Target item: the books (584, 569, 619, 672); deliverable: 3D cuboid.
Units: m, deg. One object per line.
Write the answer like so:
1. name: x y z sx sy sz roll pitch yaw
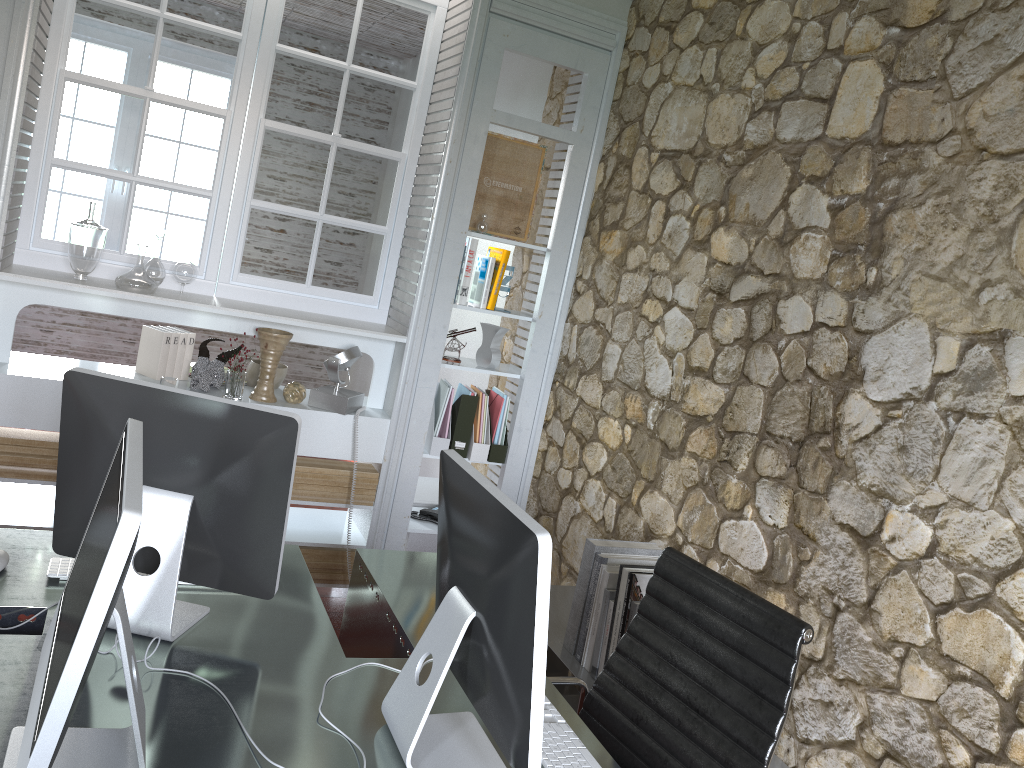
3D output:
1. books: 0.367 0.718 2.677 0.258 0.303 0.041 9 6 -24

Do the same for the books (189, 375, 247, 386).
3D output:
1. books: -1.265 -0.028 3.726 0.247 0.011 0.180 17 9 31

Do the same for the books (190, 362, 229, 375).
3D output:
1. books: -1.268 -0.066 3.730 0.191 0.007 0.168 18 10 37

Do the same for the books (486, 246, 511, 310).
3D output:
1. books: -0.092 -0.469 3.907 0.055 0.267 0.194 10 6 -24

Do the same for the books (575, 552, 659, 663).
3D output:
1. books: 0.342 0.692 2.721 0.248 0.331 0.060 9 6 -24

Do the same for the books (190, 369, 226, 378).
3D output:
1. books: -1.270 -0.053 3.730 0.191 0.007 0.168 16 9 30

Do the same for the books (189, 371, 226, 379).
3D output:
1. books: -1.271 -0.046 3.731 0.191 0.007 0.168 16 9 30

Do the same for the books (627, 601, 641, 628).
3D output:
1. books: 0.416 0.763 2.515 0.221 0.281 0.061 9 6 -24

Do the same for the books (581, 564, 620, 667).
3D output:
1. books: 0.358 0.709 2.696 0.264 0.313 0.025 9 6 -24

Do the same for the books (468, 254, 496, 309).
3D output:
1. books: -0.133 -0.452 3.894 0.026 0.222 0.162 10 6 -24

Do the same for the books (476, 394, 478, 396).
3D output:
1. books: -0.206 0.163 3.935 0.007 0.281 0.195 10 6 -19

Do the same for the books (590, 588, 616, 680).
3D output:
1. books: 0.339 0.742 2.626 0.182 0.261 0.057 9 6 -24

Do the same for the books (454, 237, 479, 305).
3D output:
1. books: -0.229 -0.501 3.873 0.042 0.285 0.217 10 6 -24

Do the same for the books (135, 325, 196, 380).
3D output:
1. books: -1.395 -0.126 3.570 0.144 0.192 0.150 15 7 31

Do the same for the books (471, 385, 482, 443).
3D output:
1. books: -0.171 0.159 3.955 0.045 0.281 0.181 10 6 -18

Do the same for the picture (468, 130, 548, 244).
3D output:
1. picture: -0.036 -0.849 3.823 0.325 0.433 0.009 9 6 -24

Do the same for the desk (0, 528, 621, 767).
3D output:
1. desk: -0.375 1.024 1.203 1.296 0.724 2.530 9 8 -24

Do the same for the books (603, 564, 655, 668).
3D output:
1. books: 0.400 0.712 2.595 0.257 0.353 0.050 9 6 -24

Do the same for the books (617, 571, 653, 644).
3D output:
1. books: 0.426 0.724 2.549 0.271 0.353 0.063 9 6 -24

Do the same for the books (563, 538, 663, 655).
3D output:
1. books: 0.323 0.671 2.778 0.258 0.349 0.065 9 6 -24

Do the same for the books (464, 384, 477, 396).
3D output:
1. books: -0.213 0.158 3.930 0.009 0.287 0.195 10 6 -19

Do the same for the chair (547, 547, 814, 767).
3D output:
1. chair: 0.155 0.904 1.791 0.696 1.018 0.671 9 7 -28

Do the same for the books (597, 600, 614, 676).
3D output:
1. books: 0.344 0.759 2.596 0.161 0.239 0.055 9 6 -24

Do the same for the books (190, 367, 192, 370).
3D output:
1. books: -1.268 -0.059 3.730 0.191 0.007 0.168 16 9 30

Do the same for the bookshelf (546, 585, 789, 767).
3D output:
1. bookshelf: 0.271 1.080 2.749 0.435 0.457 1.205 9 8 -24

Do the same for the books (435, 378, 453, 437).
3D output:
1. books: -0.324 0.133 3.912 0.038 0.294 0.181 10 6 -16

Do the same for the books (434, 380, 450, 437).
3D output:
1. books: -0.337 0.135 3.902 0.037 0.286 0.195 10 6 -16

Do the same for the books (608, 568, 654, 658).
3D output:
1. books: 0.413 0.718 2.576 0.258 0.351 0.071 9 6 -24

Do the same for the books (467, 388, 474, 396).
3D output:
1. books: -0.225 0.159 3.923 0.030 0.281 0.181 10 6 -19

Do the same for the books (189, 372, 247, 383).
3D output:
1. books: -1.264 -0.036 3.725 0.247 0.007 0.180 17 9 31

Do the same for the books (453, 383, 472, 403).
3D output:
1. books: -0.247 0.153 3.918 0.038 0.287 0.195 10 6 -19

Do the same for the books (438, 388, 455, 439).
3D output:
1. books: -0.298 0.144 3.913 0.022 0.287 0.195 10 6 -16

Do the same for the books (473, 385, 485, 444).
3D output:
1. books: -0.159 0.166 3.953 0.045 0.285 0.195 10 6 -18
